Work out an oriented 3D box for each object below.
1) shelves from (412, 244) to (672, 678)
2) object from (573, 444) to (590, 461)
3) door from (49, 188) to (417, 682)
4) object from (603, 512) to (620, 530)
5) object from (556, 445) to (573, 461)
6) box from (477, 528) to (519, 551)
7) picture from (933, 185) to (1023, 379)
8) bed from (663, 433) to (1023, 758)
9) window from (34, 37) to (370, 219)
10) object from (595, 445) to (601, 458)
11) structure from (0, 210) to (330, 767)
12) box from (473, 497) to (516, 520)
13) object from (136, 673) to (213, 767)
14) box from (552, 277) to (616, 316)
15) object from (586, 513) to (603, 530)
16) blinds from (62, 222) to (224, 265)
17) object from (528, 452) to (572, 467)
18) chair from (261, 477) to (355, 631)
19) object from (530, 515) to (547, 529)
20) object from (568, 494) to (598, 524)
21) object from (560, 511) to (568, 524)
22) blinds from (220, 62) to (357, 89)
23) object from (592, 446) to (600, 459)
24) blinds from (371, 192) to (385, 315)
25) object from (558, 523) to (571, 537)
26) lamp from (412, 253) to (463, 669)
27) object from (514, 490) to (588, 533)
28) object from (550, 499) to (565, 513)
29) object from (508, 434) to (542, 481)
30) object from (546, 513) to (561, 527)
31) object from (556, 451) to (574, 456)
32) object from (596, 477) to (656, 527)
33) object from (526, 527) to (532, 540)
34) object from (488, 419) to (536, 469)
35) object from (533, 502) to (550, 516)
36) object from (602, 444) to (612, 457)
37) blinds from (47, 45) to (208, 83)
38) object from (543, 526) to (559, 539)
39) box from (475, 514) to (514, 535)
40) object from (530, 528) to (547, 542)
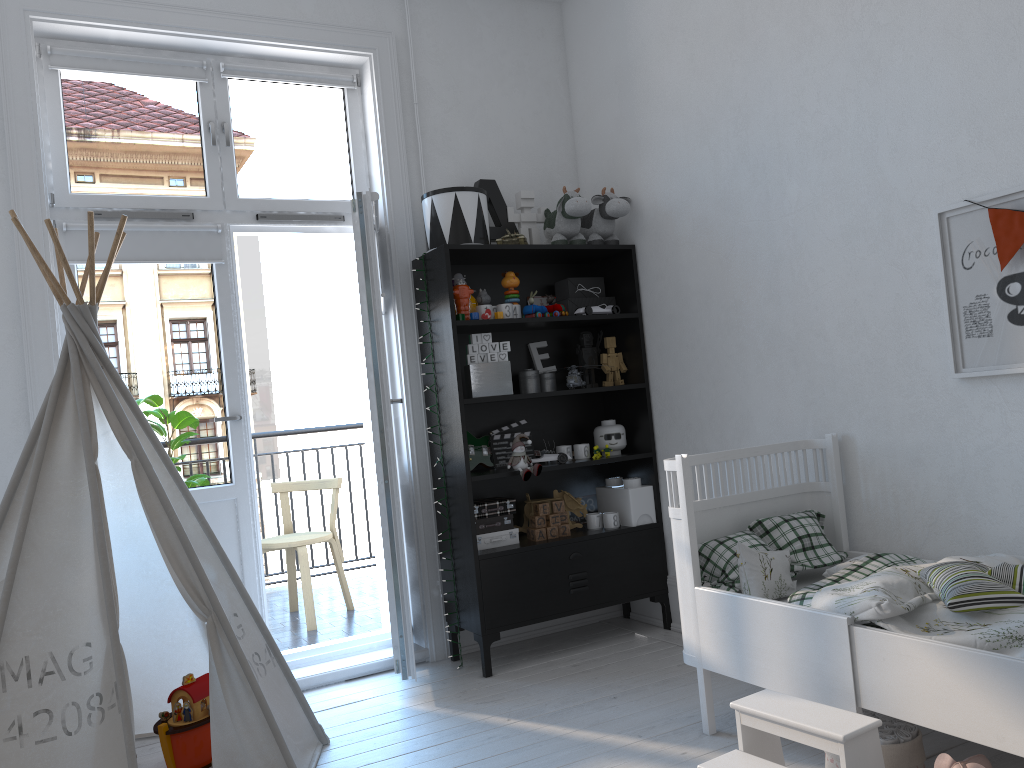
[{"bbox_3d":[0.140,0.271,3.776,0.911,1.677,0.353,-5,-1,-28],"label":"shelves"},{"bbox_3d":[0.299,0.291,3.791,0.067,0.067,0.067,-5,-1,-14],"label":"object"},{"bbox_3d":[-0.955,0.226,3.320,1.263,1.838,0.637,-5,-1,-26],"label":"door"},{"bbox_3d":[0.424,0.584,3.787,0.067,0.067,0.067,-5,-1,-14],"label":"object"},{"bbox_3d":[0.225,0.299,3.804,0.067,0.067,0.067,-5,-1,-14],"label":"object"},{"bbox_3d":[-0.103,0.633,3.643,0.215,0.062,0.179,-5,-2,-28],"label":"box"},{"bbox_3d":[1.421,-0.286,2.261,0.030,0.492,0.704,-5,-2,-28],"label":"picture"},{"bbox_3d":[1.099,0.561,2.282,0.670,0.832,1.404,-5,-2,-28],"label":"bed"},{"bbox_3d":[-1.184,-1.000,3.567,1.262,0.660,0.101,-5,-1,-28],"label":"window"},{"bbox_3d":[0.368,0.292,3.828,0.042,0.054,0.031,-5,-1,-28],"label":"object"},{"bbox_3d":[-1.205,0.341,2.575,1.144,1.749,1.142,-7,-2,38],"label":"structure"},{"bbox_3d":[-0.115,0.512,3.646,0.215,0.062,0.179,-5,-2,-28],"label":"box"},{"bbox_3d":[-0.883,1.038,2.596,0.385,0.283,0.857,-5,-2,-36],"label":"object"},{"bbox_3d":[0.325,-0.378,3.973,0.251,0.189,0.179,-5,-2,-28],"label":"box"},{"bbox_3d":[0.355,0.591,3.812,0.067,0.067,0.067,-5,-1,-14],"label":"object"},{"bbox_3d":[-1.400,-0.537,3.396,0.565,0.158,0.032,-5,-1,-28],"label":"blinds"},{"bbox_3d":[0.134,0.315,3.710,0.230,0.048,0.098,-5,-2,-3],"label":"object"},{"bbox_3d":[-1.117,0.873,4.635,0.436,0.715,0.498,-6,-1,17],"label":"chair"},{"bbox_3d":[0.108,0.571,3.682,0.050,0.050,0.050,-5,-2,-28],"label":"object"},{"bbox_3d":[0.261,0.577,3.992,0.347,0.120,0.034,-5,-1,-28],"label":"object"},{"bbox_3d":[0.202,0.563,3.740,0.050,0.050,0.050,-5,-2,-28],"label":"object"},{"bbox_3d":[-0.923,-1.286,3.704,0.565,0.060,0.032,-5,-1,-28],"label":"blinds"},{"bbox_3d":[0.356,0.291,3.761,0.031,0.054,0.042,-6,-1,22],"label":"object"},{"bbox_3d":[-0.527,-0.502,3.538,0.032,0.390,0.565,-5,-1,-8],"label":"blinds"},{"bbox_3d":[0.218,0.611,3.714,0.050,0.050,0.050,-6,-1,2],"label":"object"},{"bbox_3d":[0.087,0.274,3.820,0.985,1.684,0.095,-5,-1,-31],"label":"lamp"},{"bbox_3d":[0.166,0.554,3.842,0.337,0.186,0.111,-5,-1,-13],"label":"object"},{"bbox_3d":[0.192,0.514,3.724,0.050,0.050,0.050,-5,-1,-8],"label":"object"},{"bbox_3d":[0.049,0.291,3.534,0.110,0.186,0.129,-4,-2,-41],"label":"object"},{"bbox_3d":[0.168,0.565,3.691,0.050,0.050,0.050,-5,-2,-28],"label":"object"},{"bbox_3d":[0.266,0.315,3.950,0.163,0.034,0.069,-5,-2,-28],"label":"object"},{"bbox_3d":[0.499,0.514,3.924,0.132,0.199,0.267,-5,-2,-28],"label":"object"},{"bbox_3d":[0.095,0.623,3.710,0.050,0.050,0.050,-5,-2,-28],"label":"object"},{"bbox_3d":[-0.001,0.257,3.812,0.200,0.199,0.048,-5,-1,-28],"label":"object"},{"bbox_3d":[0.123,0.520,3.684,0.050,0.050,0.050,-5,-2,-28],"label":"object"},{"bbox_3d":[0.409,0.287,3.816,0.042,0.054,0.031,-6,-1,17],"label":"object"},{"bbox_3d":[-1.467,-1.227,3.410,0.565,0.087,0.032,-5,-1,-28],"label":"blinds"},{"bbox_3d":[0.159,0.616,3.682,0.050,0.050,0.050,-5,-1,-23],"label":"object"},{"bbox_3d":[-0.125,0.574,3.635,0.215,0.062,0.179,-5,-2,-28],"label":"box"},{"bbox_3d":[0.107,0.620,3.655,0.050,0.050,0.050,-5,-2,-28],"label":"object"}]
